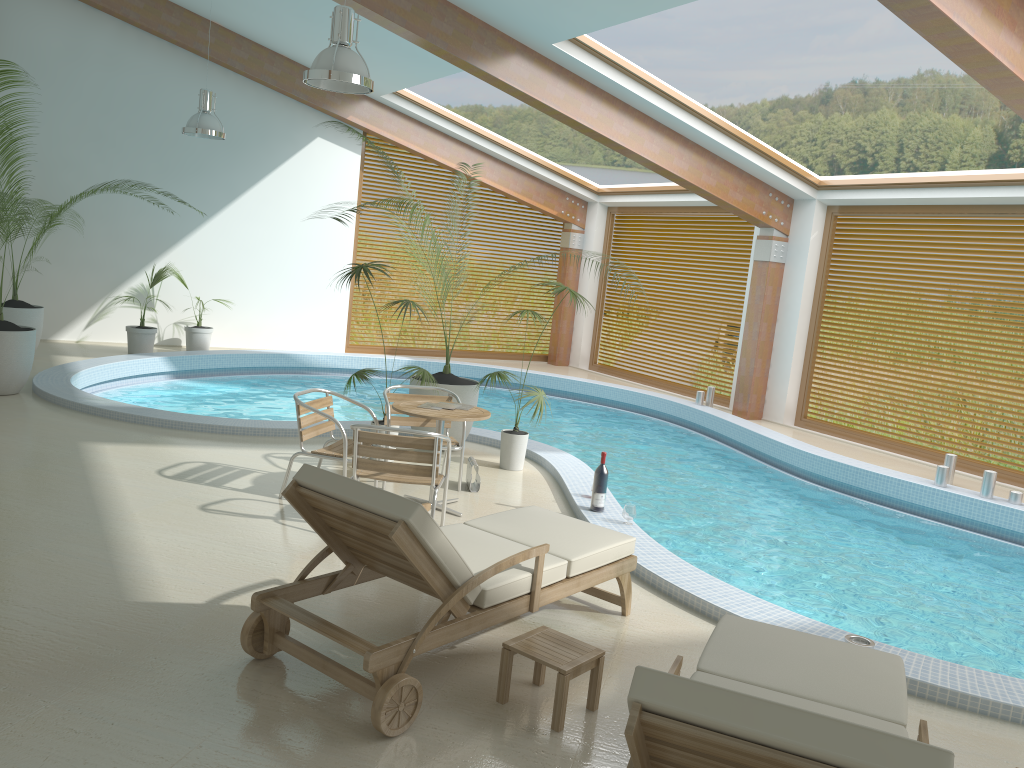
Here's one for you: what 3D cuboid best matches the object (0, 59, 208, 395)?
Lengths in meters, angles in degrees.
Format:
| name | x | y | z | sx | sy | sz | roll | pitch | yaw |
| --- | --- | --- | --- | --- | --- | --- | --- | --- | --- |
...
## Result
| name | x | y | z | sx | sy | sz | roll | pitch | yaw |
| --- | --- | --- | --- | --- | --- | --- | --- | --- | --- |
| object | -4.924 | -1.407 | 8.730 | 2.979 | 2.960 | 2.729 | 10 | 8 | 25 |

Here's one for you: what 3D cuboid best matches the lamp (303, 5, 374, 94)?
| name | x | y | z | sx | sy | sz | roll | pitch | yaw |
| --- | --- | --- | --- | --- | --- | --- | --- | --- | --- |
| lamp | -1.153 | -3.119 | 6.295 | 0.506 | 1.958 | 0.505 | 2 | 9 | -30 |

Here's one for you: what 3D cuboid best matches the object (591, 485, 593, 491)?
| name | x | y | z | sx | sy | sz | roll | pitch | yaw |
| --- | --- | --- | --- | --- | --- | --- | --- | --- | --- |
| object | 0.657 | 0.810 | 6.799 | 0.102 | 0.137 | 0.102 | 3 | 8 | -21 |

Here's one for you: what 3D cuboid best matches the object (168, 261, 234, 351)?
| name | x | y | z | sx | sy | sz | roll | pitch | yaw |
| --- | --- | --- | --- | --- | --- | --- | --- | --- | --- |
| object | -4.612 | -1.118 | 13.081 | 1.067 | 1.310 | 0.822 | 4 | 8 | -18 |

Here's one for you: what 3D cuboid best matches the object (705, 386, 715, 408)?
| name | x | y | z | sx | sy | sz | roll | pitch | yaw |
| --- | --- | --- | --- | --- | --- | --- | --- | --- | --- |
| object | 2.914 | 0.200 | 13.048 | 0.115 | 0.320 | 0.115 | 9 | 8 | 18 |

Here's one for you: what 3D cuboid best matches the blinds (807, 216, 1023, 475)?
| name | x | y | z | sx | sy | sz | roll | pitch | yaw |
| --- | --- | --- | --- | --- | --- | --- | --- | --- | --- |
| blinds | 5.251 | -0.544 | 10.510 | 0.095 | 2.921 | 4.200 | 2 | 9 | -30 |

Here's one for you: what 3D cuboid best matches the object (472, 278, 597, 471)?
| name | x | y | z | sx | sy | sz | roll | pitch | yaw |
| --- | --- | --- | --- | --- | --- | --- | --- | --- | --- |
| object | 0.171 | -0.081 | 7.764 | 0.791 | 1.695 | 1.059 | -1 | 10 | -43 |

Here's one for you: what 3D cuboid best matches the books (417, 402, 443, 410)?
| name | x | y | z | sx | sy | sz | roll | pitch | yaw |
| --- | --- | --- | --- | --- | --- | --- | --- | --- | --- |
| books | -0.563 | 0.158 | 6.339 | 0.166 | 0.004 | 0.241 | 8 | 8 | 11 |

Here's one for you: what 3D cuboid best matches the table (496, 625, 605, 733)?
| name | x | y | z | sx | sy | sz | roll | pitch | yaw |
| --- | --- | --- | --- | --- | --- | --- | --- | --- | --- |
| table | 0.159 | 1.201 | 3.645 | 0.320 | 0.255 | 0.283 | 12 | 10 | 38 |

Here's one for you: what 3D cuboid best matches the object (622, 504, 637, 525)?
| name | x | y | z | sx | sy | sz | roll | pitch | yaw |
| --- | --- | --- | --- | --- | --- | --- | --- | --- | --- |
| object | 0.817 | 0.909 | 6.185 | 0.102 | 0.137 | 0.102 | 3 | 8 | -21 |

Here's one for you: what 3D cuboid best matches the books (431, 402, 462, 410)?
| name | x | y | z | sx | sy | sz | roll | pitch | yaw |
| --- | --- | --- | --- | --- | --- | --- | --- | --- | --- |
| books | -0.471 | 0.156 | 6.391 | 0.166 | 0.004 | 0.241 | 8 | 8 | 11 |

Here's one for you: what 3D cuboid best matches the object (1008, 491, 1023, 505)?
| name | x | y | z | sx | sy | sz | roll | pitch | yaw |
| --- | --- | --- | --- | --- | --- | --- | --- | --- | --- |
| object | 4.703 | 1.062 | 8.281 | 0.115 | 0.107 | 0.115 | 9 | 8 | 18 |

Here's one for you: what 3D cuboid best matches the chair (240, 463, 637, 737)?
| name | x | y | z | sx | sy | sz | roll | pitch | yaw |
| --- | --- | --- | --- | --- | --- | --- | --- | --- | --- |
| chair | -0.192 | 0.784 | 4.164 | 0.861 | 0.866 | 1.903 | 12 | 10 | 38 |

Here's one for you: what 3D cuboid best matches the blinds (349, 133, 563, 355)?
| name | x | y | z | sx | sy | sz | roll | pitch | yaw |
| --- | --- | --- | --- | --- | --- | --- | --- | --- | --- |
| blinds | -0.951 | -2.531 | 16.087 | 4.500 | 4.025 | 0.099 | 2 | 9 | -30 |

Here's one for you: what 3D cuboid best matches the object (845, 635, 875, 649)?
| name | x | y | z | sx | sy | sz | roll | pitch | yaw |
| --- | --- | --- | --- | --- | --- | --- | --- | --- | --- |
| object | 1.696 | 1.287 | 4.338 | 0.140 | 0.069 | 0.140 | 10 | 9 | 28 |

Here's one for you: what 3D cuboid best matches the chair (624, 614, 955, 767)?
| name | x | y | z | sx | sy | sz | roll | pitch | yaw |
| --- | --- | --- | --- | --- | --- | --- | --- | --- | --- |
| chair | 0.854 | 1.087 | 2.746 | 0.861 | 0.866 | 1.903 | 9 | 8 | 22 |

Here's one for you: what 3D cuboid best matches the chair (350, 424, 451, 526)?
| name | x | y | z | sx | sy | sz | roll | pitch | yaw |
| --- | --- | --- | --- | --- | --- | --- | --- | --- | --- |
| chair | -0.730 | 0.587 | 5.667 | 0.618 | 0.727 | 0.563 | 6 | 8 | 2 |

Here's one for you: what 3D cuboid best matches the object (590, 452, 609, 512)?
| name | x | y | z | sx | sy | sz | roll | pitch | yaw |
| --- | --- | --- | --- | --- | --- | --- | --- | --- | --- |
| object | 0.642 | 0.705 | 6.429 | 0.109 | 0.435 | 0.109 | 7 | 8 | 4 |

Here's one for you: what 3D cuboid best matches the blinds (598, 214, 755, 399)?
| name | x | y | z | sx | sy | sz | roll | pitch | yaw |
| --- | --- | --- | --- | --- | --- | --- | --- | --- | --- |
| blinds | 2.784 | -1.389 | 14.814 | 0.095 | 2.921 | 4.200 | 2 | 9 | -30 |

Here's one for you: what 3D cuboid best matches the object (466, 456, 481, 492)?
| name | x | y | z | sx | sy | sz | roll | pitch | yaw |
| --- | --- | --- | --- | --- | --- | --- | --- | --- | --- |
| object | -0.303 | 0.714 | 7.020 | 0.081 | 0.223 | 0.272 | 5 | 8 | -10 |

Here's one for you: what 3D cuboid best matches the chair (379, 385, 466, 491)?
| name | x | y | z | sx | sy | sz | roll | pitch | yaw |
| --- | --- | --- | --- | --- | --- | --- | --- | --- | --- |
| chair | -0.717 | 0.414 | 6.967 | 0.618 | 0.727 | 0.563 | 4 | 8 | -18 |

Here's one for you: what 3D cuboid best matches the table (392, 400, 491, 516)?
| name | x | y | z | sx | sy | sz | roll | pitch | yaw |
| --- | --- | --- | --- | --- | --- | --- | --- | --- | --- |
| table | -0.535 | 0.530 | 6.326 | 0.700 | 0.720 | 0.700 | 5 | 8 | -11 |

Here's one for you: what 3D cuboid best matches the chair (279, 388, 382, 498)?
| name | x | y | z | sx | sy | sz | roll | pitch | yaw |
| --- | --- | --- | --- | --- | --- | --- | --- | --- | --- |
| chair | -1.260 | 0.439 | 6.348 | 0.563 | 0.727 | 0.618 | 8 | 8 | 12 |

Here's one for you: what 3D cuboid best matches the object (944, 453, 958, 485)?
| name | x | y | z | sx | sy | sz | roll | pitch | yaw |
| --- | --- | --- | --- | --- | --- | --- | --- | --- | --- |
| object | 4.543 | 0.891 | 9.220 | 0.115 | 0.320 | 0.115 | 9 | 8 | 18 |

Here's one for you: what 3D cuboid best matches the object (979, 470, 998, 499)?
| name | x | y | z | sx | sy | sz | roll | pitch | yaw |
| --- | --- | --- | --- | --- | --- | --- | --- | --- | --- |
| object | 4.512 | 0.950 | 8.398 | 0.115 | 0.254 | 0.115 | 8 | 8 | 10 |

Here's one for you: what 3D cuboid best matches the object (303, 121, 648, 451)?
| name | x | y | z | sx | sy | sz | roll | pitch | yaw |
| --- | --- | --- | --- | --- | --- | --- | --- | --- | --- |
| object | -0.422 | -0.835 | 8.085 | 2.979 | 2.960 | 2.729 | 4 | 8 | -13 |

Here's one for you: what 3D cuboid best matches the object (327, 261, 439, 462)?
| name | x | y | z | sx | sy | sz | roll | pitch | yaw |
| --- | --- | --- | --- | --- | --- | --- | --- | --- | --- |
| object | -1.090 | -0.179 | 7.480 | 1.059 | 1.695 | 0.791 | 7 | 8 | 5 |

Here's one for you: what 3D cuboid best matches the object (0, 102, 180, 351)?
| name | x | y | z | sx | sy | sz | roll | pitch | yaw |
| --- | --- | --- | --- | --- | --- | --- | --- | --- | --- |
| object | -5.924 | -1.802 | 10.864 | 2.979 | 2.960 | 2.729 | 13 | 10 | 40 |

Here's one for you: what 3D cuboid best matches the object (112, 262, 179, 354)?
| name | x | y | z | sx | sy | sz | roll | pitch | yaw |
| --- | --- | --- | --- | --- | --- | --- | --- | --- | --- |
| object | -5.052 | -1.065 | 12.334 | 0.822 | 1.310 | 1.067 | 7 | 8 | 9 |

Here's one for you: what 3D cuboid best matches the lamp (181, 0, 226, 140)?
| name | x | y | z | sx | sy | sz | roll | pitch | yaw |
| --- | --- | --- | --- | --- | --- | --- | --- | --- | --- |
| lamp | -3.637 | -3.970 | 10.628 | 0.506 | 1.958 | 0.505 | 2 | 9 | -30 |

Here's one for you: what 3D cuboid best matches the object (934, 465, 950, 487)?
| name | x | y | z | sx | sy | sz | roll | pitch | yaw |
| --- | --- | --- | --- | --- | --- | --- | --- | --- | --- |
| object | 4.229 | 0.906 | 8.725 | 0.115 | 0.194 | 0.115 | 8 | 8 | 10 |

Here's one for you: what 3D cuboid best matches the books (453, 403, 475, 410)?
| name | x | y | z | sx | sy | sz | roll | pitch | yaw |
| --- | --- | --- | --- | --- | --- | --- | --- | --- | --- |
| books | -0.371 | 0.164 | 6.450 | 0.166 | 0.004 | 0.241 | 8 | 8 | 11 |

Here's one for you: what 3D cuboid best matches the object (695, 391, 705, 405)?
| name | x | y | z | sx | sy | sz | roll | pitch | yaw |
| --- | --- | --- | --- | --- | --- | --- | --- | --- | --- |
| object | 2.700 | 0.197 | 12.732 | 0.115 | 0.204 | 0.115 | 8 | 8 | 10 |
